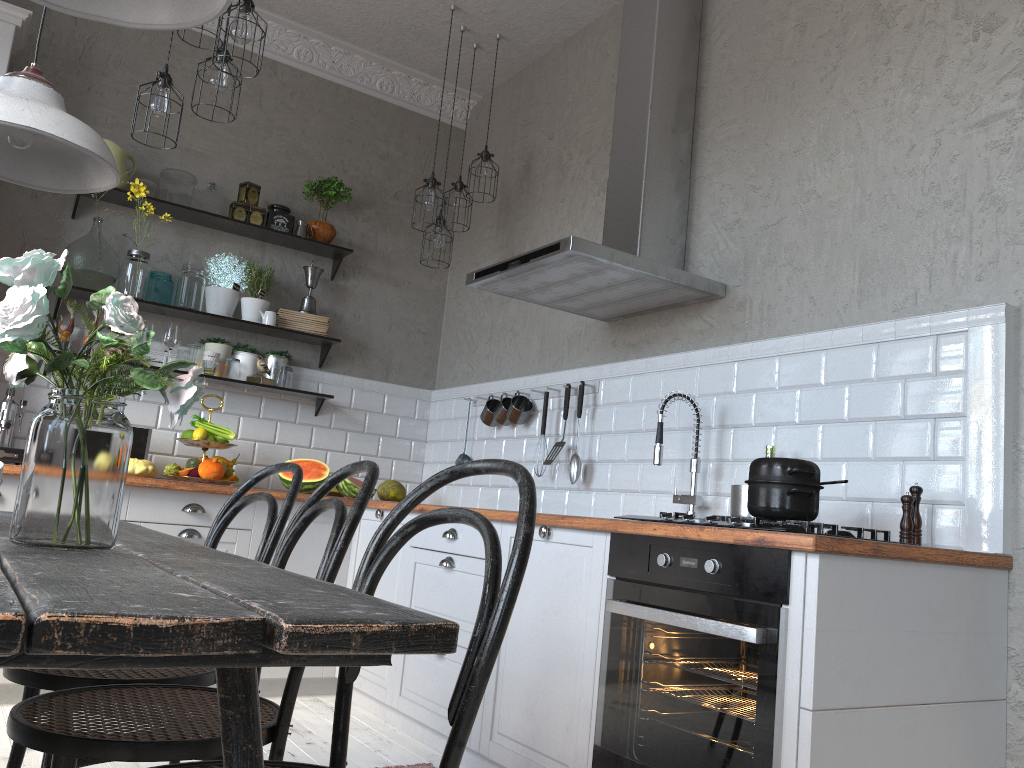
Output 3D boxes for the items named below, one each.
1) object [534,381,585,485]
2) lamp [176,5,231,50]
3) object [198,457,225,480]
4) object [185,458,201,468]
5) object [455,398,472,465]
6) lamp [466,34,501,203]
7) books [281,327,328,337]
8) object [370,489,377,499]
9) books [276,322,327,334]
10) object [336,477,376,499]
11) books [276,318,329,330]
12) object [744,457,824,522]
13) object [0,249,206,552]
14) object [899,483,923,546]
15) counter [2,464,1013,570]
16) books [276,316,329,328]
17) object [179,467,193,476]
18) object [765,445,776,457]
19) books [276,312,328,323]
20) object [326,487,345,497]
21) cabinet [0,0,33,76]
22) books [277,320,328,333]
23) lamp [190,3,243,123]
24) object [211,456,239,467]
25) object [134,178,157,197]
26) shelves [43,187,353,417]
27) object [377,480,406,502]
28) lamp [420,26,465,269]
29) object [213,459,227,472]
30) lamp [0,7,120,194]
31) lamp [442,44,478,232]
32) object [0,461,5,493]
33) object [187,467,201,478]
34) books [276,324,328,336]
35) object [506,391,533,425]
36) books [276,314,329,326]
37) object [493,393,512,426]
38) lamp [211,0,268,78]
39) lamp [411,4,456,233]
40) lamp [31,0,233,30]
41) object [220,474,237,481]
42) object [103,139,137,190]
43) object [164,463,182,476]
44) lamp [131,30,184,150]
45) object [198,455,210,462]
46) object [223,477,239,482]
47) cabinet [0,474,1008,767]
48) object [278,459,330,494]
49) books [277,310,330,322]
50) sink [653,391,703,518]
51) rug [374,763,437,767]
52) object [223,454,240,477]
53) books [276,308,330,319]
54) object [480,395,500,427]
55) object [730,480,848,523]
[{"bbox_3d":[0.200,0.210,3.826,0.083,0.443,0.322,11,-10,-31],"label":"object"},{"bbox_3d":[-0.974,-2.026,3.146,0.143,1.736,0.150,-3,-12,44],"label":"lamp"},{"bbox_3d":[-1.364,0.386,4.020,0.110,0.111,0.114,2,-10,25],"label":"object"},{"bbox_3d":[-1.487,0.387,4.170,0.079,0.076,0.153,6,-9,-6],"label":"object"},{"bbox_3d":[-0.234,0.259,4.577,0.078,0.379,0.081,11,-11,-32],"label":"object"},{"bbox_3d":[-0.071,-1.792,4.605,0.144,1.736,0.149,1,-10,29],"label":"lamp"},{"bbox_3d":[-1.112,-0.259,4.631,0.266,0.011,0.155,10,-10,-30],"label":"books"},{"bbox_3d":[-0.760,0.555,4.499,0.118,0.073,0.203,2,-9,21],"label":"object"},{"bbox_3d":[-1.110,-0.281,4.634,0.265,0.016,0.155,9,-9,-20],"label":"books"},{"bbox_3d":[-0.748,0.499,4.306,0.145,0.127,0.229,-2,-11,40],"label":"object"},{"bbox_3d":[-1.108,-0.302,4.638,0.265,0.011,0.155,10,-10,-27],"label":"books"},{"bbox_3d":[0.667,0.260,2.176,0.189,0.147,0.194,-1,-11,37],"label":"object"},{"bbox_3d":[-0.608,0.026,1.269,0.318,0.414,0.246,12,-11,-34],"label":"object"},{"bbox_3d":[1.048,0.341,2.325,0.074,0.167,0.035,11,-11,-32],"label":"object"},{"bbox_3d":[-0.944,0.328,2.797,3.223,0.039,3.323,11,-10,-32],"label":"counter"},{"bbox_3d":[-1.107,-0.313,4.639,0.266,0.011,0.155,10,-10,-30],"label":"books"},{"bbox_3d":[-1.495,0.407,4.058,0.085,0.057,0.088,6,-9,0],"label":"object"},{"bbox_3d":[0.825,0.337,2.804,0.091,0.282,0.080,11,-10,-32],"label":"object"},{"bbox_3d":[-1.104,-0.334,4.642,0.265,0.016,0.155,9,-9,-20],"label":"books"},{"bbox_3d":[-0.912,0.546,4.513,0.202,0.067,0.101,10,-10,-26],"label":"object"},{"bbox_3d":[-2.594,-0.686,3.512,0.896,1.922,0.380,11,-11,-32],"label":"cabinet"},{"bbox_3d":[-1.109,-0.292,4.636,0.265,0.016,0.155,9,-9,-24],"label":"books"},{"bbox_3d":[-0.983,-1.819,3.304,0.143,1.736,0.150,-3,-12,44],"label":"lamp"},{"bbox_3d":[-1.366,0.373,4.194,0.129,0.056,0.058,13,-11,-40],"label":"object"},{"bbox_3d":[-1.766,-0.920,4.251,0.105,0.111,0.101,11,-10,-32],"label":"object"},{"bbox_3d":[-1.504,-0.358,4.371,1.342,0.924,0.224,11,-10,-32],"label":"shelves"},{"bbox_3d":[-0.616,0.551,4.537,0.130,0.119,0.206,2,-9,20],"label":"object"},{"bbox_3d":[-0.293,-1.442,4.501,0.144,1.736,0.149,1,-10,29],"label":"lamp"},{"bbox_3d":[-1.369,0.387,4.105,0.089,0.078,0.087,6,-9,-6],"label":"object"},{"bbox_3d":[-0.910,-1.367,1.936,0.385,1.860,0.373,10,-10,-25],"label":"lamp"},{"bbox_3d":[-0.209,-1.660,4.702,0.146,1.736,0.147,4,-9,9],"label":"lamp"},{"bbox_3d":[-0.989,0.189,1.587,0.126,0.119,0.126,8,-9,-17],"label":"object"},{"bbox_3d":[-1.491,0.419,4.078,0.224,0.076,0.071,-2,-11,39],"label":"object"},{"bbox_3d":[-1.111,-0.270,4.633,0.265,0.011,0.155,10,-10,-27],"label":"books"},{"bbox_3d":[0.037,0.111,4.162,0.109,0.162,0.135,8,-9,-15],"label":"object"},{"bbox_3d":[-1.105,-0.324,4.641,0.265,0.011,0.155,10,-10,-27],"label":"books"},{"bbox_3d":[-0.022,0.122,4.272,0.110,0.162,0.134,11,-10,-30],"label":"object"},{"bbox_3d":[-0.822,-1.894,3.048,0.145,1.736,0.148,3,-9,14],"label":"lamp"},{"bbox_3d":[-0.319,-1.594,4.340,0.147,1.736,0.146,6,-9,-1],"label":"lamp"},{"bbox_3d":[-0.437,-1.435,1.200,0.378,1.860,0.380,5,-9,5],"label":"lamp"},{"bbox_3d":[-1.328,0.440,4.119,0.089,0.051,0.069,3,-9,15],"label":"object"},{"bbox_3d":[-1.865,-1.003,4.125,0.193,0.216,0.171,9,-9,-19],"label":"object"},{"bbox_3d":[-1.547,0.400,4.067,0.077,0.072,0.151,6,-9,-2],"label":"object"},{"bbox_3d":[-1.148,-1.691,3.187,0.144,1.736,0.149,2,-10,24],"label":"lamp"},{"bbox_3d":[-1.456,0.381,4.183,0.087,0.093,0.085,12,-11,-36],"label":"object"},{"bbox_3d":[-1.406,0.438,4.211,0.216,0.044,0.054,5,-9,5],"label":"object"},{"bbox_3d":[-0.681,0.817,3.102,4.157,0.855,2.004,3,-9,13],"label":"cabinet"},{"bbox_3d":[-0.990,0.438,4.210,0.238,0.174,0.215,7,-9,-11],"label":"object"},{"bbox_3d":[-1.103,-0.345,4.644,0.265,0.016,0.155,9,-9,-24],"label":"books"},{"bbox_3d":[0.435,0.354,2.944,0.538,0.721,0.476,11,-10,-32],"label":"sink"},{"bbox_3d":[-0.228,1.157,2.242,0.750,0.014,1.263,11,-10,-32],"label":"rug"},{"bbox_3d":[-1.340,0.383,4.202,0.061,0.120,0.124,7,-9,-8],"label":"object"},{"bbox_3d":[-1.102,-0.355,4.646,0.265,0.011,0.155,10,-10,-27],"label":"books"},{"bbox_3d":[-0.091,0.132,4.377,0.110,0.162,0.135,9,-9,-20],"label":"object"},{"bbox_3d":[0.773,0.329,2.510,0.303,0.134,0.175,5,-9,1],"label":"object"}]
